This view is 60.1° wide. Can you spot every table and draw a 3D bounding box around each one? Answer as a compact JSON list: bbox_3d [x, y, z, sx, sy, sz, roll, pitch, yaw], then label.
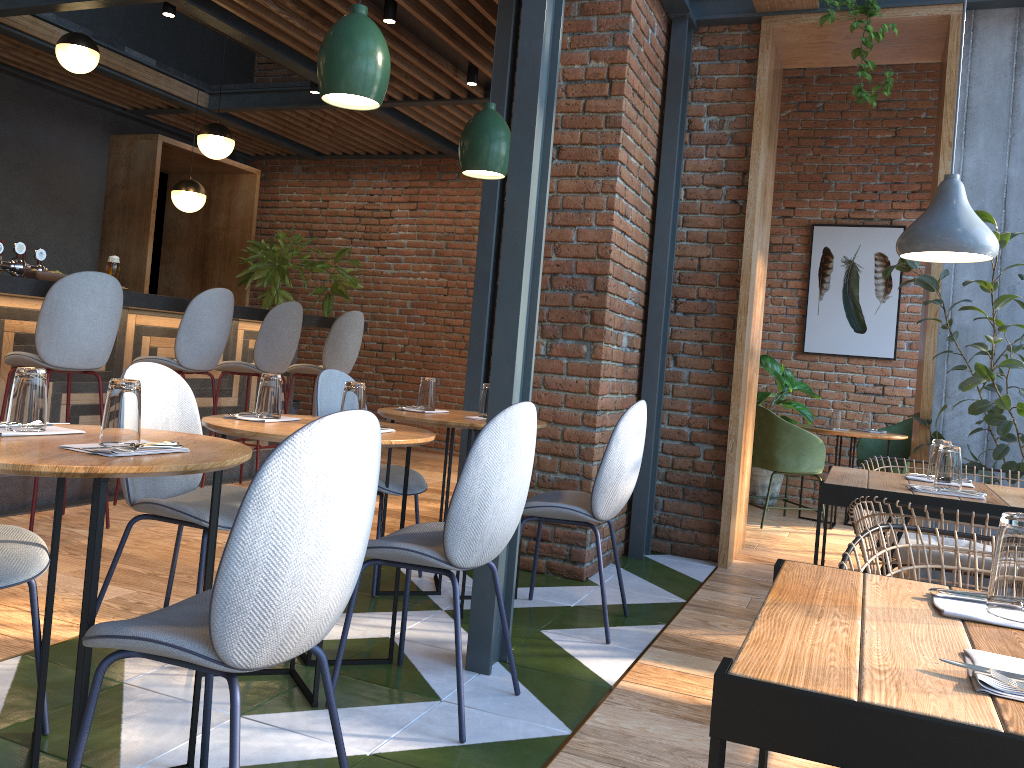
[{"bbox_3d":[2.401,0.676,6.414,0.807,0.687,0.807,5,1,6],"label":"table"},{"bbox_3d":[1.618,0.711,2.758,1.273,0.706,0.657,5,0,22],"label":"table"},{"bbox_3d":[-0.952,0.497,1.892,0.700,0.747,0.698,5,0,32],"label":"table"},{"bbox_3d":[-0.235,0.505,3.655,0.698,0.747,0.700,5,0,-22],"label":"table"},{"bbox_3d":[0.885,0.703,0.953,1.273,0.706,0.657,5,0,22],"label":"table"},{"bbox_3d":[-0.616,0.501,2.717,0.698,0.747,0.700,5,0,-26],"label":"table"}]

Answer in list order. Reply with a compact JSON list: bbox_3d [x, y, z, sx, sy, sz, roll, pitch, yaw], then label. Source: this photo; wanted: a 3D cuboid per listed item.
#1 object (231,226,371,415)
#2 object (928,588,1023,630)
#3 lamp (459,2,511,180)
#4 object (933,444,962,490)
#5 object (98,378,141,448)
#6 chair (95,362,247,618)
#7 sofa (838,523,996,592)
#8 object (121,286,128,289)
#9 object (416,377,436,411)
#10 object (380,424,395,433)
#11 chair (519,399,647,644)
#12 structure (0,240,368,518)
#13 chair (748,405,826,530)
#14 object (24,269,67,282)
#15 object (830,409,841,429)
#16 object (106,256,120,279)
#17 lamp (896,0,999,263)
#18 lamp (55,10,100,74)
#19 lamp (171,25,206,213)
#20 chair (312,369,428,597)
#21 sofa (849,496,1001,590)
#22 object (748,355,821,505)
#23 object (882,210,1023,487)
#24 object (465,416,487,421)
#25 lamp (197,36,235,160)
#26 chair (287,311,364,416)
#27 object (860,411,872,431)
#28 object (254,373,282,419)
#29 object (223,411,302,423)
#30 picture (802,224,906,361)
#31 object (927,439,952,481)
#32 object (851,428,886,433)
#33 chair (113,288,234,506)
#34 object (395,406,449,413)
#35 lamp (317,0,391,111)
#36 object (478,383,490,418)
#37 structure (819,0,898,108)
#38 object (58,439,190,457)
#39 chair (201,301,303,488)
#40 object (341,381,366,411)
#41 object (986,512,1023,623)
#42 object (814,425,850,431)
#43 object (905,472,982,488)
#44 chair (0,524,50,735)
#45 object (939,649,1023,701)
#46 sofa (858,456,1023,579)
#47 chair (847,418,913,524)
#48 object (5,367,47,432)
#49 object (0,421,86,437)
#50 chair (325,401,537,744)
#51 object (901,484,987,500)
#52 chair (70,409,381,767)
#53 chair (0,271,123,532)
[{"bbox_3d":[-2.192,-0.490,8.618,1.519,2.098,1.080,5,0,27],"label":"object"},{"bbox_3d":[0.713,0.316,1.228,0.243,0.019,0.157,6,2,21],"label":"object"},{"bbox_3d":[-0.032,-1.876,3.697,0.224,2.023,0.223,4,-1,26],"label":"lamp"},{"bbox_3d":[1.347,0.258,2.731,0.080,0.138,0.080,5,0,-18],"label":"object"},{"bbox_3d":[-0.813,0.059,1.850,0.080,0.138,0.080,5,0,0],"label":"object"},{"bbox_3d":[-1.044,0.388,2.901,0.508,0.888,0.417,5,-1,18],"label":"chair"},{"bbox_3d":[1.098,0.692,1.475,1.093,0.733,0.469,5,0,22],"label":"sofa"},{"bbox_3d":[-2.243,-0.535,4.763,0.164,0.052,0.291,6,2,31],"label":"object"},{"bbox_3d":[-0.357,0.041,3.720,0.080,0.138,0.080,5,0,-31],"label":"object"},{"bbox_3d":[-0.466,0.131,2.655,0.157,0.019,0.242,5,2,19],"label":"object"},{"bbox_3d":[0.240,0.481,3.462,0.508,0.888,0.417,5,-1,18],"label":"chair"},{"bbox_3d":[-3.386,-0.135,5.149,2.921,1.397,4.913,5,2,22],"label":"structure"},{"bbox_3d":[1.887,0.570,6.280,0.514,0.819,0.639,5,0,-14],"label":"chair"},{"bbox_3d":[-2.390,-0.551,4.545,0.168,0.073,0.168,6,2,42],"label":"object"},{"bbox_3d":[2.327,0.250,6.359,0.080,0.138,0.080,5,0,43],"label":"object"},{"bbox_3d":[-2.118,-0.590,4.698,0.070,0.183,0.070,4,-1,43],"label":"object"},{"bbox_3d":[1.834,-2.717,3.396,0.353,4.494,0.352,4,-1,27],"label":"lamp"},{"bbox_3d":[-2.784,-3.992,6.016,0.269,3.797,0.267,4,-1,28],"label":"lamp"},{"bbox_3d":[-2.476,-3.285,7.227,0.269,3.797,0.267,4,-1,43],"label":"lamp"},{"bbox_3d":[-0.622,0.396,3.821,0.508,0.888,0.417,5,-1,23],"label":"chair"},{"bbox_3d":[1.409,0.695,2.242,1.093,0.733,0.469,5,0,22],"label":"sofa"},{"bbox_3d":[2.076,0.370,7.161,0.633,1.197,0.715,5,0,-18],"label":"object"},{"bbox_3d":[2.253,0.189,3.947,1.062,1.774,1.018,5,0,-9],"label":"object"},{"bbox_3d":[-0.083,0.135,3.585,0.158,0.019,0.242,6,2,26],"label":"object"},{"bbox_3d":[-2.074,-3.579,6.684,0.269,3.797,0.267,4,-1,32],"label":"lamp"},{"bbox_3d":[-1.376,0.075,6.400,0.508,1.244,0.417,5,-1,22],"label":"chair"},{"bbox_3d":[2.591,0.270,6.471,0.080,0.138,0.080,5,0,43],"label":"object"},{"bbox_3d":[-0.754,0.037,2.756,0.080,0.138,0.080,5,0,-28],"label":"object"},{"bbox_3d":[-0.775,0.101,2.782,0.157,0.019,0.242,5,2,19],"label":"object"},{"bbox_3d":[2.807,-0.766,7.288,0.726,1.096,0.022,5,-1,22],"label":"picture"},{"bbox_3d":[1.458,0.259,3.011,0.080,0.138,0.080,5,0,38],"label":"object"},{"bbox_3d":[2.612,0.338,6.466,0.157,0.019,0.243,4,2,-20],"label":"object"},{"bbox_3d":[-1.883,0.064,4.992,0.508,1.244,0.417,5,-1,18],"label":"chair"},{"bbox_3d":[-0.374,0.105,3.748,0.158,0.019,0.242,6,2,26],"label":"object"},{"bbox_3d":[-0.413,-1.880,2.760,0.224,2.023,0.223,4,-1,26],"label":"lamp"},{"bbox_3d":[-0.093,0.067,3.608,0.080,0.138,0.080,5,0,9],"label":"object"},{"bbox_3d":[1.597,-1.831,4.262,0.513,0.969,0.663,5,0,14],"label":"structure"},{"bbox_3d":[-0.804,0.127,1.827,0.158,0.019,0.242,6,2,27],"label":"object"},{"bbox_3d":[-1.664,0.071,5.727,0.508,1.244,0.417,5,-1,20],"label":"chair"},{"bbox_3d":[-0.478,0.063,2.675,0.080,0.138,0.080,5,0,32],"label":"object"},{"bbox_3d":[0.699,0.249,1.212,0.080,0.138,0.080,5,0,44],"label":"object"},{"bbox_3d":[2.292,0.314,6.370,0.157,0.019,0.243,4,2,-20],"label":"object"},{"bbox_3d":[1.473,0.326,3.025,0.243,0.019,0.157,6,2,26],"label":"object"},{"bbox_3d":[-1.352,0.387,2.066,0.508,0.888,0.417,5,-1,28],"label":"chair"},{"bbox_3d":[0.585,0.314,0.937,0.243,0.019,0.157,6,2,24],"label":"object"},{"bbox_3d":[1.834,0.700,3.286,1.093,0.733,0.469,5,0,22],"label":"sofa"},{"bbox_3d":[2.880,0.647,6.546,0.514,0.819,0.639,5,0,-19],"label":"chair"},{"bbox_3d":[-1.075,0.033,1.970,0.080,0.138,0.080,5,0,-10],"label":"object"},{"bbox_3d":[-1.091,0.097,1.998,0.158,0.019,0.242,6,2,27],"label":"object"},{"bbox_3d":[-0.216,0.469,2.555,0.508,0.888,0.417,5,-1,23],"label":"chair"},{"bbox_3d":[1.314,0.322,2.715,0.243,0.019,0.157,5,2,19],"label":"object"},{"bbox_3d":[-0.542,0.468,1.698,0.508,0.888,0.417,5,-1,23],"label":"chair"},{"bbox_3d":[-2.209,0.068,4.301,0.508,1.244,0.417,4,-1,33],"label":"chair"}]
